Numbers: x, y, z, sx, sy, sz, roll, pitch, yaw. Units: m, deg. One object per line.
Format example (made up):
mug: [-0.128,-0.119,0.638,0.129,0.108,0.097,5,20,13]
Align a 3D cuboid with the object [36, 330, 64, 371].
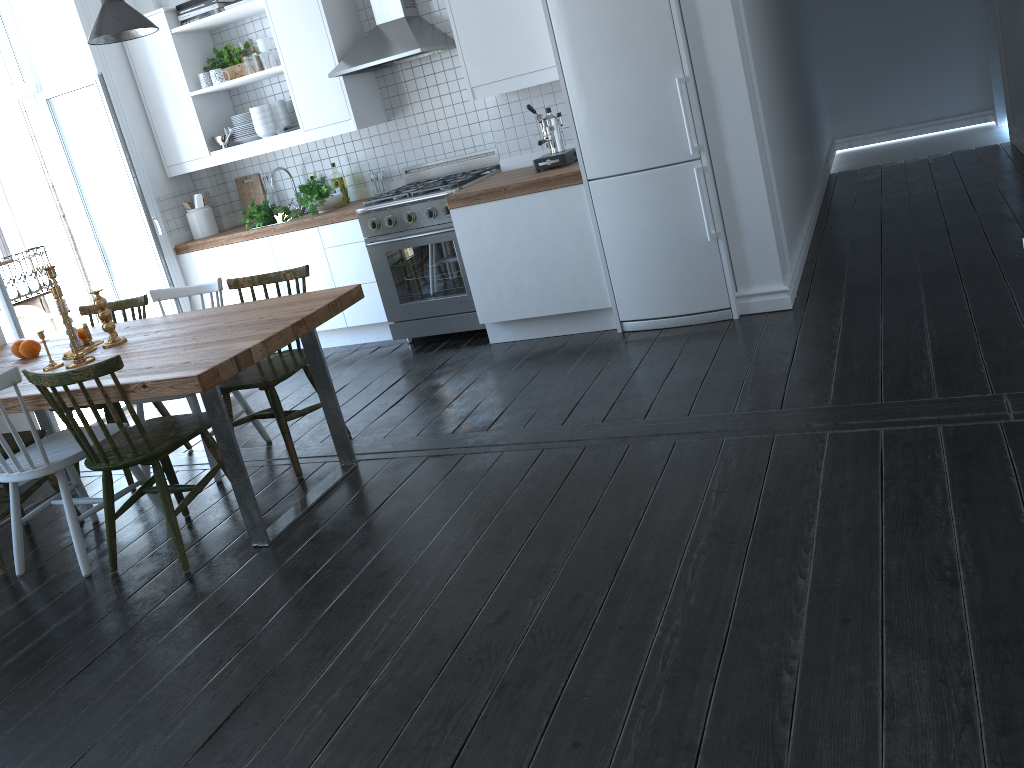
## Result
object: [-1.913,-0.140,3.622,0.081,0.156,0.081,-19,14,-16]

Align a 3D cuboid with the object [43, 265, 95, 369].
object: [-1.803,-0.270,3.539,0.114,0.400,0.116,-17,13,-11]

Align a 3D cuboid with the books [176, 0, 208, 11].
books: [-1.983,-2.497,5.753,0.323,0.037,0.268,-5,20,27]

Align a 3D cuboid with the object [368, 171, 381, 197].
object: [-0.902,-1.325,5.817,0.059,0.168,0.061,-4,17,39]

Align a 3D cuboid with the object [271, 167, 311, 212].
object: [-1.487,-1.312,5.975,0.188,0.344,0.282,-14,15,3]

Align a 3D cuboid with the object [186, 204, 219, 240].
object: [-2.151,-1.125,6.115,0.173,0.203,0.179,-6,17,30]

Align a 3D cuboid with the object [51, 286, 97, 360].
object: [-1.906,-0.271,3.777,0.142,0.303,0.142,-20,14,-21]

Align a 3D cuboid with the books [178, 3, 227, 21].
books: [-1.969,-2.434,5.760,0.326,0.030,0.268,-6,20,23]

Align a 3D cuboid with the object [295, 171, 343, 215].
object: [-1.259,-1.236,5.679,0.270,0.262,0.349,-10,17,16]

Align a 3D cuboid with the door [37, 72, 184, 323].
door: [-2.604,-0.999,5.858,0.582,1.977,0.108,-10,13,20]

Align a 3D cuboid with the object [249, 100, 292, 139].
object: [-1.579,-1.737,5.784,0.149,0.211,0.320,-8,17,23]

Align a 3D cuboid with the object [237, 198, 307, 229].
object: [-1.584,-1.106,5.840,0.469,0.300,0.291,-15,15,-1]

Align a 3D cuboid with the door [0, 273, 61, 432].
door: [-3.022,-0.554,4.858,0.582,1.976,0.108,-7,15,31]

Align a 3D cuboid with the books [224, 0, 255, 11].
books: [-1.616,-2.431,5.613,0.348,0.037,0.270,-6,20,24]

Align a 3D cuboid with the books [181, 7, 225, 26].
books: [-1.947,-2.404,5.771,0.349,0.043,0.268,-5,20,27]

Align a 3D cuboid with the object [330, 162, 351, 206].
object: [-1.156,-1.336,5.869,0.066,0.275,0.068,-10,14,21]

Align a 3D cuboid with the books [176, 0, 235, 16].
books: [-1.962,-2.468,5.759,0.349,0.030,0.297,-6,20,25]

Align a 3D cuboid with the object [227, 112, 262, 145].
object: [-1.766,-1.728,5.932,0.298,0.190,0.316,-6,19,26]

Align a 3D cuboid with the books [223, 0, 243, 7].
books: [-1.620,-2.459,5.615,0.339,0.015,0.284,-5,20,26]

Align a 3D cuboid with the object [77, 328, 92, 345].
object: [-1.962,-0.215,4.010,0.089,0.082,0.087,-2,20,37]

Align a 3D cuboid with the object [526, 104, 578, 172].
object: [0.192,-1.356,4.787,0.204,0.361,0.365,-8,17,26]

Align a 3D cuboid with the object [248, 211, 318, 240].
object: [-1.513,-1.052,5.904,0.369,0.108,0.366,-6,20,25]

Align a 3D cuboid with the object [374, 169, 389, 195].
object: [-0.855,-1.322,5.773,0.059,0.168,0.061,-4,17,39]

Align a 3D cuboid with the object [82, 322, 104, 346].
object: [-1.892,-0.223,3.928,0.102,0.111,0.105,-11,15,12]

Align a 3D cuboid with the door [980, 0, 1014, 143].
door: [3.828,-3.223,7.021,0.115,2.414,1.106,-9,15,26]

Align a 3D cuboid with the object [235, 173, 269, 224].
object: [-1.847,-1.318,6.267,0.219,0.322,0.042,-8,14,26]

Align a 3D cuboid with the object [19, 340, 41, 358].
object: [-2.197,-0.160,4.018,0.093,0.086,0.083,-26,19,-36]

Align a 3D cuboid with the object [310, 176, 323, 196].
object: [-1.336,-1.306,6.006,0.086,0.225,0.087,-17,13,-8]

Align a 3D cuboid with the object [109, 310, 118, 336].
object: [-1.773,-0.256,3.896,0.049,0.135,0.051,-8,14,26]

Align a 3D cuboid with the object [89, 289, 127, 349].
object: [-1.752,-0.285,3.797,0.103,0.241,0.101,-25,17,-39]

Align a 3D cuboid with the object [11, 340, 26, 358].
object: [-2.265,-0.162,4.068,0.087,0.088,0.086,-10,16,16]

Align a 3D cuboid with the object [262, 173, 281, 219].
object: [-1.689,-1.316,6.163,0.097,0.310,0.101,-8,14,26]

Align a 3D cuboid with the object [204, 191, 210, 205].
object: [-2.118,-1.187,6.124,0.130,0.289,0.058,-13,13,5]
